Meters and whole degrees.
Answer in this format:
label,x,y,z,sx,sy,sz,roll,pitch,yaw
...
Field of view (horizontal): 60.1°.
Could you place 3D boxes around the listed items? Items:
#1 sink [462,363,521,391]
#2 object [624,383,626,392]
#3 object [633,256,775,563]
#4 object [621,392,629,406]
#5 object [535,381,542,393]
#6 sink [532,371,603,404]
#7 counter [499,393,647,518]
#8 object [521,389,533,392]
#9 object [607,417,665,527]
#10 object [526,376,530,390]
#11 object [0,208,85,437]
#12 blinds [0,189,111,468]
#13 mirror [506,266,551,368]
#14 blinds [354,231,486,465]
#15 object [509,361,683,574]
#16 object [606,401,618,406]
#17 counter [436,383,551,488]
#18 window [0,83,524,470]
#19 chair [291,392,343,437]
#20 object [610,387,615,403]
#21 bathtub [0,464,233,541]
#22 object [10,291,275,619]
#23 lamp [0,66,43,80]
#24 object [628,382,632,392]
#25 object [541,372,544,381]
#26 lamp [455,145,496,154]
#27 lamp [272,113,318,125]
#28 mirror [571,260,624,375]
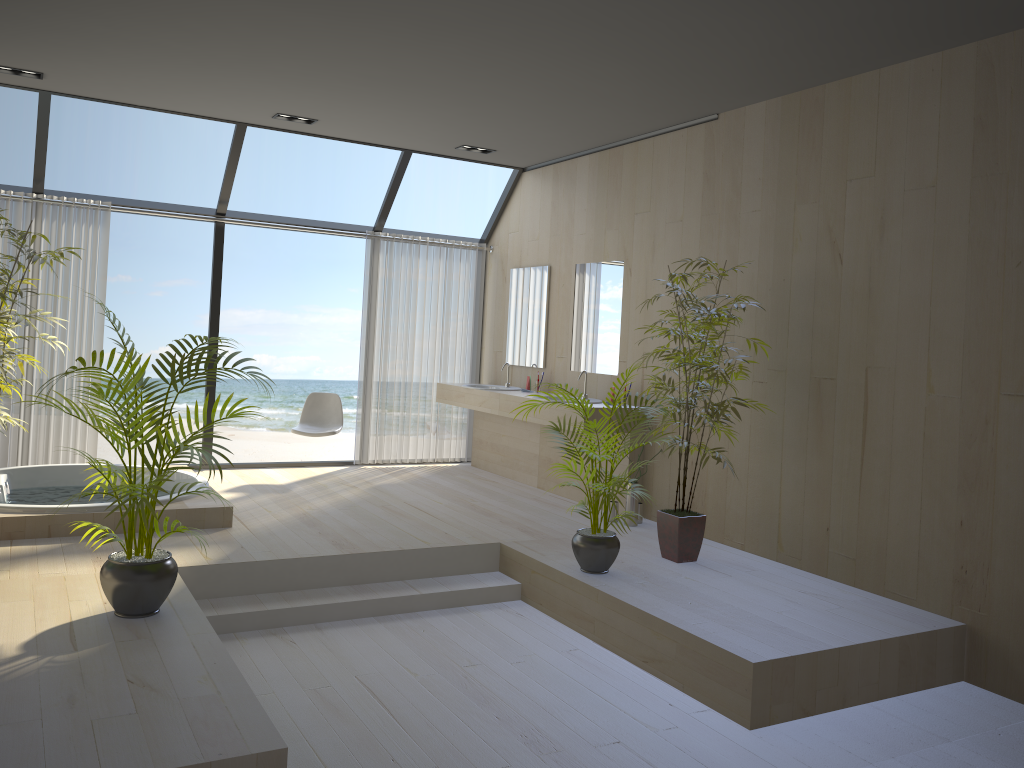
label,x,y,z,sx,sy,sz,roll,pitch,yaw
sink,-0.177,0.019,7.678,0.503,0.419,0.575,2,2,-26
object,0.809,0.071,6.328,0.012,0.178,0.050,3,0,10
object,1.069,0.141,5.114,0.786,1.757,0.936,3,0,-4
object,0.812,0.112,6.357,0.058,0.100,0.058,3,0,-19
object,0.220,0.026,7.408,0.058,0.100,0.058,3,0,-23
sink,0.414,0.105,6.627,0.503,0.419,0.575,2,2,-26
counter,0.417,0.517,6.677,0.550,0.791,1.207,3,2,-30
object,0.128,0.054,7.381,0.104,0.029,0.032,4,2,11
object,0.878,0.589,6.090,0.406,0.749,0.274,3,0,-42
object,0.136,0.001,7.462,0.039,0.135,0.039,3,0,19
object,-2.664,-0.016,4.301,0.786,1.757,0.936,3,0,-4
blinds,-3.666,-0.382,6.535,1.181,2.071,0.084,3,0,-29
mirror,0.135,-0.591,7.783,0.023,0.868,0.654,3,1,-30
blinds,-0.835,-0.313,8.132,1.181,2.071,0.084,3,0,-29
object,0.423,0.415,4.709,0.916,1.157,0.751,3,1,4
object,0.720,0.140,6.330,0.104,0.029,0.032,4,2,11
counter,-0.175,0.431,7.728,0.550,0.791,1.207,3,2,-30
window,-2.130,-0.675,7.172,4.555,2.814,0.746,2,0,-29
chair,-1.595,0.256,7.313,0.369,0.347,0.454,3,2,-1
object,0.728,0.087,6.411,0.039,0.135,0.039,3,0,12
bathtub,-2.865,0.726,5.562,1.819,0.698,1.650,2,3,-29
object,-1.490,0.275,3.728,1.063,1.346,0.874,2,1,-41
lamp,-3.166,-2.048,5.662,0.300,0.112,0.164,2,2,-29
object,0.830,0.072,6.358,0.054,0.175,0.012,3,0,-4
object,0.238,-0.014,7.409,0.054,0.175,0.012,3,0,-4
lamp,-0.296,-1.979,7.281,0.300,0.112,0.164,2,2,-29
lamp,-1.602,-2.011,6.544,0.300,0.112,0.164,2,2,-29
mirror,0.667,-0.516,6.893,0.023,0.868,0.654,3,1,-30
